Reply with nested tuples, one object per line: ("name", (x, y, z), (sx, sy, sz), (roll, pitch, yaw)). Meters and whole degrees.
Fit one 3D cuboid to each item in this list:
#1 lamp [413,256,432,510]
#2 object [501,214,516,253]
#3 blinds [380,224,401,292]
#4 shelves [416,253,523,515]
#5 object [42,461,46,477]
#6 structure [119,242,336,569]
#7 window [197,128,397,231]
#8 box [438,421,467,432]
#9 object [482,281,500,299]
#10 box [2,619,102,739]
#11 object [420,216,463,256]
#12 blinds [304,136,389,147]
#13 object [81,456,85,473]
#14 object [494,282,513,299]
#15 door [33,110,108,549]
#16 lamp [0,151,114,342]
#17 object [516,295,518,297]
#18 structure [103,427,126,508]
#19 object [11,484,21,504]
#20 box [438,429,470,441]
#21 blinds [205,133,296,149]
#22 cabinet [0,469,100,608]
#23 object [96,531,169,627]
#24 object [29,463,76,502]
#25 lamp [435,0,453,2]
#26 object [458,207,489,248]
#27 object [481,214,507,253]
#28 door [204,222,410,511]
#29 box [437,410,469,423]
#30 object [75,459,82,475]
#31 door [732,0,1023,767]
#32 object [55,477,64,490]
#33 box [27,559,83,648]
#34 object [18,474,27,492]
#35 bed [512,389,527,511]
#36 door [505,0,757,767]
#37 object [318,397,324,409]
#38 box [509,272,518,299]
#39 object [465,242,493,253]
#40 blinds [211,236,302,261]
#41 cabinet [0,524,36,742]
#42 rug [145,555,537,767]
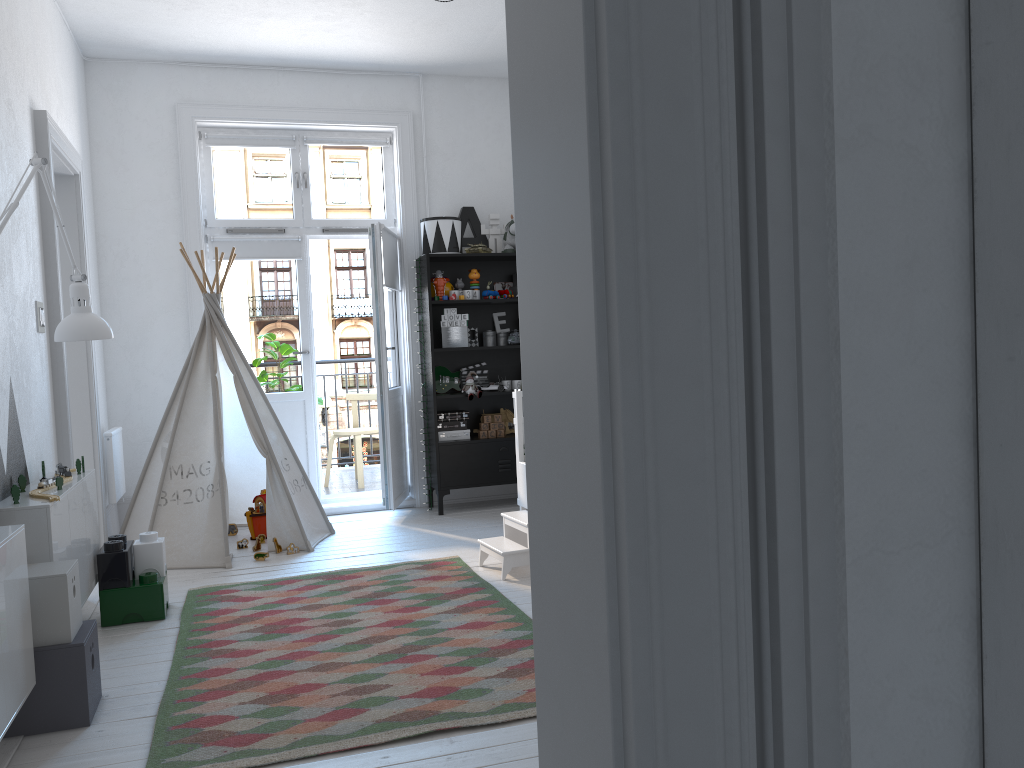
("lamp", (-0.166, -0.023, 6.016), (0.985, 1.685, 0.095), (-4, 3, -20))
("object", (0.014, -0.986, 5.912), (0.154, 0.253, 0.370), (-3, 3, -9))
("blinds", (-0.785, -0.812, 5.785), (0.032, 0.391, 0.565), (-2, 2, 3))
("shelves", (-0.122, -0.020, 5.963), (0.911, 1.678, 0.353), (-3, 3, -17))
("object", (-1.784, 0.333, 3.379), (0.009, 0.081, 0.037), (-4, 3, -24))
("structure", (-1.670, 0.060, 5.038), (1.142, 1.750, 1.143), (-5, 4, -41))
("window", (-1.402, -1.350, 5.890), (1.262, 0.660, 0.101), (-3, 3, -17))
("box", (-0.423, 0.276, 5.899), (0.215, 0.062, 0.179), (-3, 2, -17))
("object", (-0.140, -0.619, 5.888), (0.121, 0.126, 0.087), (-5, 3, -40))
("box", (-1.405, 0.890, 2.683), (0.254, 0.259, 0.251), (-3, 3, -17))
("object", (-0.451, -0.972, 5.894), (0.272, 0.259, 0.394), (-2, 3, 11))
("blinds", (-1.107, -1.629, 5.951), (0.565, 0.060, 0.032), (-3, 3, -17))
("object", (-1.759, 0.328, 3.636), (0.009, 0.067, 0.054), (-4, 3, -26))
("object", (0.046, -0.644, 6.153), (0.347, 0.132, 0.037), (-3, 3, -17))
("door", (-2.358, -0.104, 4.499), (0.505, 2.178, 1.465), (-4, 3, -33))
("lamp", (-1.663, -0.472, 3.060), (0.200, 0.656, 0.651), (-2, 3, 16))
("object", (0.137, -0.594, 5.926), (0.230, 0.048, 0.098), (-4, 3, -27))
("structure", (-2.312, 0.489, 5.183), (0.075, 0.460, 0.635), (-4, 3, -21))
("object", (-1.598, 0.355, 2.856), (0.007, 0.063, 0.029), (-1, 3, 35))
("box", (-0.403, 0.336, 5.908), (0.215, 0.062, 0.179), (-3, 2, -17))
("blinds", (-1.698, -1.581, 5.768), (0.565, 0.087, 0.032), (-3, 3, -17))
("cabinet", (-1.690, 0.602, 3.263), (0.182, 0.454, 0.970), (-3, 3, -17))
("object", (-1.589, 0.807, 3.726), (0.246, 0.332, 0.246), (-3, 3, -17))
("object", (-1.694, 0.350, 3.272), (0.111, 0.047, 0.902), (-4, 3, -23))
("lamp", (-0.329, -1.231, 3.417), (0.074, 1.530, 1.381), (-5, 4, -42))
("object", (-0.293, -1.027, 6.019), (0.343, 0.344, 0.057), (-3, 3, -17))
("object", (-0.117, -1.008, 6.043), (0.190, 0.291, 0.065), (-3, 3, -12))
("door", (-1.280, -0.096, 5.712), (1.263, 1.839, 0.636), (-3, 3, -15))
("box", (-0.409, 0.214, 5.903), (0.215, 0.062, 0.179), (-3, 2, -17))
("object", (-1.744, 0.332, 3.570), (0.007, 0.063, 0.029), (-2, 3, 10))
("door", (0.449, -0.063, 0.405), (0.261, 2.178, 0.981), (-3, 3, -17))
("object", (-1.603, 0.352, 3.142), (0.006, 0.046, 0.037), (-2, 3, 9))
("box", (-1.422, 0.659, 2.660), (0.202, 0.206, 0.199), (-3, 3, -17))
("object", (-1.724, 0.349, 3.123), (0.007, 0.063, 0.029), (-1, 3, 35))
("bed", (0.526, 0.440, 4.351), (0.670, 0.833, 1.403), (-3, 3, -17))
("door", (-0.458, -0.049, 1.056), (1.022, 2.178, 1.040), (-3, 3, -17))
("object", (-1.814, 0.214, 6.920), (0.720, 1.225, 0.489), (-3, 3, -7))
("box", (0.126, -0.670, 6.066), (0.251, 0.189, 0.179), (-3, 3, -17))
("object", (-0.231, -0.900, 5.851), (0.121, 0.100, 0.338), (-2, 3, 18))
("blinds", (-1.667, -0.889, 5.801), (0.565, 0.158, 0.032), (-3, 3, -17))
("cabinet", (-1.293, 0.635, 1.999), (0.182, 0.454, 0.970), (-3, 3, -17))
("rug", (-0.598, 0.941, 3.375), (1.319, 0.016, 2.028), (-3, 2, -17))
